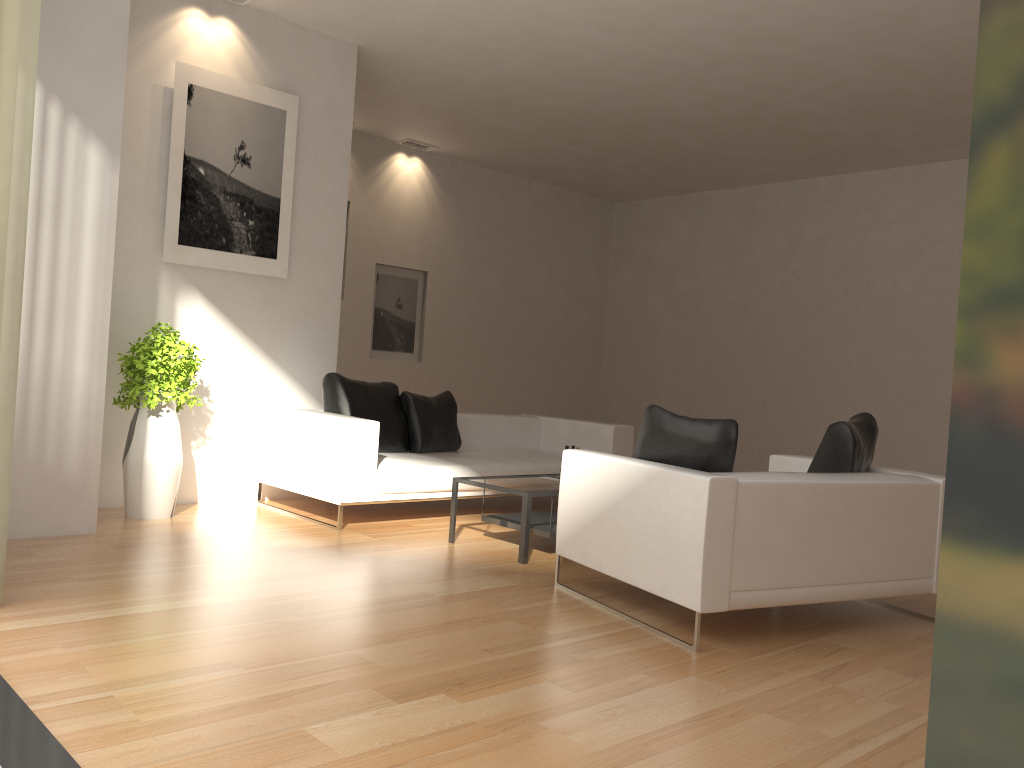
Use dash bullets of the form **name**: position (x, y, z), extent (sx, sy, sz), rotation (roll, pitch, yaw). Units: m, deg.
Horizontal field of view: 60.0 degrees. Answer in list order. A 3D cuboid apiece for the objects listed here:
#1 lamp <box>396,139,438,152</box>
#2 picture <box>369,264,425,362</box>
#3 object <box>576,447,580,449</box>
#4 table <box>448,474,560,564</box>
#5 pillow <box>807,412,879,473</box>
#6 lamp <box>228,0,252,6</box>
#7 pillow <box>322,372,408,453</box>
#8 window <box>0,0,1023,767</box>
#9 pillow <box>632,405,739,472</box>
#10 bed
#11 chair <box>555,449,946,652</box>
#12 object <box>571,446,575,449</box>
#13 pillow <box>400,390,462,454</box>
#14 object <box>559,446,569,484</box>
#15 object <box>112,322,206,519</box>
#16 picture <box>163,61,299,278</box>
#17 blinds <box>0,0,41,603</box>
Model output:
- **lamp**: position (-1.115, -2.889, 10.465), extent (0.446, 0.166, 0.243), rotation (3, 1, -43)
- **picture**: position (-1.383, -0.836, 10.635), extent (0.802, 1.155, 0.005), rotation (3, 1, -43)
- **object**: position (0.431, 0.546, 5.917), extent (0.059, 0.244, 0.059), rotation (3, 1, -43)
- **table**: position (0.412, 0.892, 6.054), extent (1.566, 0.460, 0.709), rotation (3, 1, -43)
- **pillow**: position (1.750, 0.476, 4.761), extent (0.324, 0.666, 0.506), rotation (4, 1, 37)
- **lamp**: position (-2.094, -2.920, 6.403), extent (0.446, 0.166, 0.243), rotation (3, 1, -43)
- **pillow**: position (-1.127, 0.259, 6.880), extent (0.346, 0.666, 0.755), rotation (4, 1, 33)
- **window**: position (-1.338, -0.632, 2.482), extent (0.152, 3.189, 5.198), rotation (3, 1, -43)
- **pillow**: position (0.814, 0.409, 4.364), extent (0.660, 0.598, 0.291), rotation (4, 1, 36)
- **bed**: position (-0.419, 0.642, 7.366), extent (3.075, 0.761, 1.262), rotation (3, 1, -43)
- **chair**: position (1.242, 0.781, 4.668), extent (1.671, 0.761, 1.262), rotation (4, 1, -28)
- **object**: position (0.407, 0.542, 6.020), extent (0.057, 0.248, 0.057), rotation (4, 1, -25)
- **pillow**: position (-0.668, 0.311, 7.338), extent (0.270, 0.524, 0.628), rotation (4, 1, 31)
- **object**: position (0.354, 0.534, 5.836), extent (0.068, 0.257, 0.067), rotation (4, 1, -25)
- **object**: position (-2.409, 0.237, 6.016), extent (0.570, 1.324, 0.631), rotation (4, 1, -28)
- **picture**: position (-2.082, -1.567, 6.648), extent (0.979, 1.431, 0.004), rotation (3, 1, -43)
- **blinds**: position (-2.530, -1.058, 4.107), extent (1.409, 3.861, 0.143), rotation (4, 1, 44)
